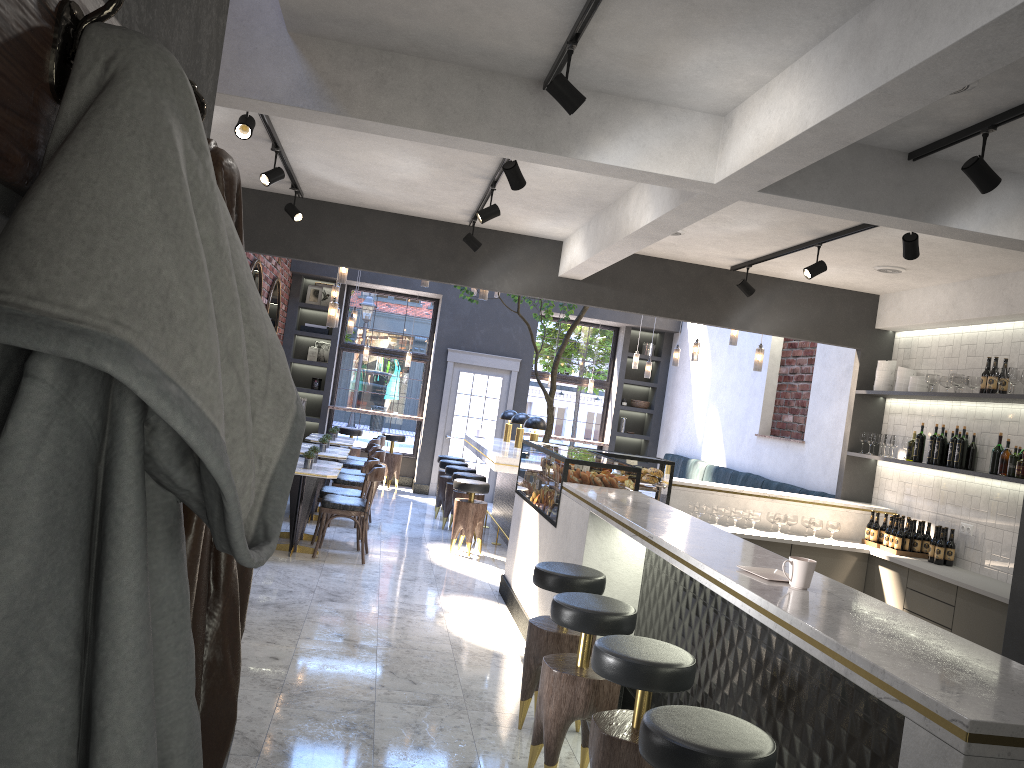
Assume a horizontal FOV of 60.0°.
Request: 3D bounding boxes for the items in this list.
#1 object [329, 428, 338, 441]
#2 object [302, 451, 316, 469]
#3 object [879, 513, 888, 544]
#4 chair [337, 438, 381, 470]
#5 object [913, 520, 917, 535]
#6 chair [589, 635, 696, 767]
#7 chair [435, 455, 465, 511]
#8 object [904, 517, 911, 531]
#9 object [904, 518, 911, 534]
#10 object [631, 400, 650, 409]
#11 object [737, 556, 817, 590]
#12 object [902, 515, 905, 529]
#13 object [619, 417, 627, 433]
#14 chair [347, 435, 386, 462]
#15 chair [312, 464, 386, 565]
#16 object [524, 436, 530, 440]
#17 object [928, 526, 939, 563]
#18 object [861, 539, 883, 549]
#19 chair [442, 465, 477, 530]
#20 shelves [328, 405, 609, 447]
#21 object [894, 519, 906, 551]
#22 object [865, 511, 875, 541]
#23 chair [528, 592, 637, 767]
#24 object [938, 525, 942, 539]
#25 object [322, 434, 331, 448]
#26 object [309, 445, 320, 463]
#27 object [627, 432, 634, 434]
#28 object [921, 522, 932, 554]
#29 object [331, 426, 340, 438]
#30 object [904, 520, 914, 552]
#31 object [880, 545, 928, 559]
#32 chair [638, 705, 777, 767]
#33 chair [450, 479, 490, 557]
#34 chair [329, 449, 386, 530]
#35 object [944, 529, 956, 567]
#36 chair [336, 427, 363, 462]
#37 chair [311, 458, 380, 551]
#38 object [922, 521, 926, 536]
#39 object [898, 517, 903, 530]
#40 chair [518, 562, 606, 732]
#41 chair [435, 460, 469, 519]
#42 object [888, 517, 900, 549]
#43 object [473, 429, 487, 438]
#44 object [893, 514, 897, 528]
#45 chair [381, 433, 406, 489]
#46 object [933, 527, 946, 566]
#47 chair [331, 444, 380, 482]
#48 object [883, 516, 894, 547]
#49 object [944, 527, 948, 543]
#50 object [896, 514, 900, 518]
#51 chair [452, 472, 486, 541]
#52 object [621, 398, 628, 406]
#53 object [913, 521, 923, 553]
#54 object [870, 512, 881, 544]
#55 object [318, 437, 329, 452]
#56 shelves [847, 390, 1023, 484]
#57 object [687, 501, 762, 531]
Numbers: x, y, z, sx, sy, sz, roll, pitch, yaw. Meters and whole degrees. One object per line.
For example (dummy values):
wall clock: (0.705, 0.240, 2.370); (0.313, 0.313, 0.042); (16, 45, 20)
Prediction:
object: (-2.315, 0.648, 11.458); (0.118, 0.165, 0.122); (8, 0, -30)
object: (-1.810, 0.671, 7.894); (0.118, 0.165, 0.122); (8, 0, -30)
object: (3.039, 1.194, 7.241); (0.069, 0.279, 0.070); (8, 0, 44)
chair: (-2.022, 1.100, 11.500); (0.521, 0.851, 0.538); (8, 0, -7)
object: (3.152, 1.207, 6.977); (0.070, 0.279, 0.069); (8, 0, -1)
chair: (0.420, 1.351, 3.168); (0.371, 0.821, 0.371); (8, 0, 35)
chair: (-0.848, 1.331, 11.758); (0.371, 0.737, 0.371); (8, 0, 35)
object: (3.198, 1.216, 7.186); (0.069, 0.279, 0.070); (8, 0, 14)
object: (3.142, 1.206, 7.050); (0.070, 0.279, 0.069); (8, 0, -31)
object: (2.064, 0.330, 14.308); (0.304, 0.123, 0.305); (8, -1, 13)
object: (0.928, 0.627, 3.048); (0.176, 0.097, 0.301); (8, -1, -17)
object: (3.187, 1.216, 7.260); (0.070, 0.279, 0.069); (8, 0, -31)
object: (1.774, 0.656, 14.202); (0.098, 0.248, 0.098); (8, 0, 31)
chair: (-2.036, 1.106, 12.083); (0.521, 0.851, 0.497); (8, 0, -9)
chair: (-1.457, 1.132, 7.985); (0.521, 0.851, 0.538); (8, 0, -7)
object: (0.170, 0.740, 11.821); (0.176, 0.097, 0.301); (8, -1, -17)
object: (3.192, 1.211, 6.692); (0.070, 0.279, 0.069); (8, 0, -1)
object: (3.058, 1.320, 7.243); (0.307, 0.038, 0.231); (8, -1, -8)
chair: (-0.641, 1.341, 10.371); (0.371, 0.737, 0.371); (8, 0, 35)
shelves: (-0.650, 0.659, 13.914); (4.404, 0.043, 0.384); (8, -1, -8)
object: (3.016, 1.186, 6.880); (0.070, 0.279, 0.069); (8, 0, -21)
object: (2.955, 1.183, 7.303); (0.069, 0.279, 0.070); (8, 0, 44)
chair: (0.299, 1.343, 3.814); (0.370, 0.821, 0.372); (8, 0, 1)
object: (3.254, 1.221, 6.776); (0.069, 0.279, 0.069); (8, 0, 24)
object: (-2.147, 0.656, 10.273); (0.118, 0.165, 0.122); (8, 0, -30)
object: (-1.891, 0.668, 8.470); (0.118, 0.165, 0.122); (8, 0, -30)
object: (1.895, 0.785, 14.194); (0.130, 0.026, 0.130); (8, -1, -25)
object: (3.236, 1.218, 6.914); (0.069, 0.279, 0.070); (8, 0, 14)
object: (-2.396, 0.644, 12.034); (0.118, 0.165, 0.122); (8, 0, -30)
object: (3.089, 1.197, 6.892); (0.070, 0.279, 0.069); (8, 0, -6)
object: (3.097, 1.322, 6.970); (0.307, 0.038, 0.231); (8, -1, -8)
chair: (0.485, 1.351, 2.441); (0.370, 0.821, 0.372); (8, 0, 22)
chair: (-0.454, 1.349, 8.980); (0.371, 0.737, 0.371); (8, 0, 35)
chair: (-1.707, 1.121, 9.747); (0.521, 0.851, 0.538); (8, 0, -7)
object: (3.276, 1.222, 6.629); (0.069, 0.279, 0.070); (8, 0, 14)
chair: (-2.488, 1.077, 13.410); (0.371, 0.821, 0.371); (8, 0, 44)
chair: (-1.597, 1.120, 8.549); (0.521, 0.851, 0.538); (8, 0, -7)
object: (3.226, 1.217, 6.987); (0.070, 0.279, 0.069); (8, 0, -31)
object: (3.068, 1.196, 7.040); (0.070, 0.279, 0.069); (8, 0, -6)
chair: (0.240, 1.344, 4.498); (0.370, 0.821, 0.372); (8, 0, 44)
chair: (-0.768, 1.333, 11.052); (0.371, 0.737, 0.371); (8, 0, -17)
object: (3.005, 1.186, 6.956); (0.070, 0.279, 0.069); (8, 0, -31)
object: (-0.418, 0.654, 11.704); (0.176, 0.098, 0.204); (8, -1, -3)
object: (3.113, 1.205, 7.250); (0.070, 0.279, 0.069); (8, 0, -1)
chair: (-1.852, 1.169, 13.479); (0.370, 0.821, 0.372); (8, 0, 44)
object: (3.202, 1.211, 6.619); (0.069, 0.279, 0.070); (8, 0, 44)
chair: (-1.857, 1.108, 10.363); (0.521, 0.851, 0.538); (8, 0, -15)
object: (2.994, 1.185, 7.030); (0.069, 0.279, 0.070); (8, 0, 44)
object: (3.266, 1.221, 6.703); (0.070, 0.279, 0.069); (8, 0, -31)
object: (3.175, 1.215, 7.334); (0.069, 0.279, 0.069); (8, 0, 24)
chair: (-0.510, 1.351, 9.683); (0.371, 0.737, 0.371); (8, 0, 19)
object: (1.796, 0.293, 14.246); (0.117, 0.119, 0.117); (8, -1, -32)
object: (3.162, 1.207, 6.904); (0.069, 0.279, 0.070); (8, 0, 44)
object: (2.966, 1.184, 7.229); (0.070, 0.279, 0.069); (8, 0, -31)
object: (-2.065, 0.660, 9.697); (0.118, 0.165, 0.122); (8, 0, -30)
shelves: (3.412, 0.374, 6.112); (0.300, 0.580, 3.600); (8, -1, -8)
object: (1.702, 1.062, 7.144); (0.575, 0.147, 0.256); (8, -1, -8)
